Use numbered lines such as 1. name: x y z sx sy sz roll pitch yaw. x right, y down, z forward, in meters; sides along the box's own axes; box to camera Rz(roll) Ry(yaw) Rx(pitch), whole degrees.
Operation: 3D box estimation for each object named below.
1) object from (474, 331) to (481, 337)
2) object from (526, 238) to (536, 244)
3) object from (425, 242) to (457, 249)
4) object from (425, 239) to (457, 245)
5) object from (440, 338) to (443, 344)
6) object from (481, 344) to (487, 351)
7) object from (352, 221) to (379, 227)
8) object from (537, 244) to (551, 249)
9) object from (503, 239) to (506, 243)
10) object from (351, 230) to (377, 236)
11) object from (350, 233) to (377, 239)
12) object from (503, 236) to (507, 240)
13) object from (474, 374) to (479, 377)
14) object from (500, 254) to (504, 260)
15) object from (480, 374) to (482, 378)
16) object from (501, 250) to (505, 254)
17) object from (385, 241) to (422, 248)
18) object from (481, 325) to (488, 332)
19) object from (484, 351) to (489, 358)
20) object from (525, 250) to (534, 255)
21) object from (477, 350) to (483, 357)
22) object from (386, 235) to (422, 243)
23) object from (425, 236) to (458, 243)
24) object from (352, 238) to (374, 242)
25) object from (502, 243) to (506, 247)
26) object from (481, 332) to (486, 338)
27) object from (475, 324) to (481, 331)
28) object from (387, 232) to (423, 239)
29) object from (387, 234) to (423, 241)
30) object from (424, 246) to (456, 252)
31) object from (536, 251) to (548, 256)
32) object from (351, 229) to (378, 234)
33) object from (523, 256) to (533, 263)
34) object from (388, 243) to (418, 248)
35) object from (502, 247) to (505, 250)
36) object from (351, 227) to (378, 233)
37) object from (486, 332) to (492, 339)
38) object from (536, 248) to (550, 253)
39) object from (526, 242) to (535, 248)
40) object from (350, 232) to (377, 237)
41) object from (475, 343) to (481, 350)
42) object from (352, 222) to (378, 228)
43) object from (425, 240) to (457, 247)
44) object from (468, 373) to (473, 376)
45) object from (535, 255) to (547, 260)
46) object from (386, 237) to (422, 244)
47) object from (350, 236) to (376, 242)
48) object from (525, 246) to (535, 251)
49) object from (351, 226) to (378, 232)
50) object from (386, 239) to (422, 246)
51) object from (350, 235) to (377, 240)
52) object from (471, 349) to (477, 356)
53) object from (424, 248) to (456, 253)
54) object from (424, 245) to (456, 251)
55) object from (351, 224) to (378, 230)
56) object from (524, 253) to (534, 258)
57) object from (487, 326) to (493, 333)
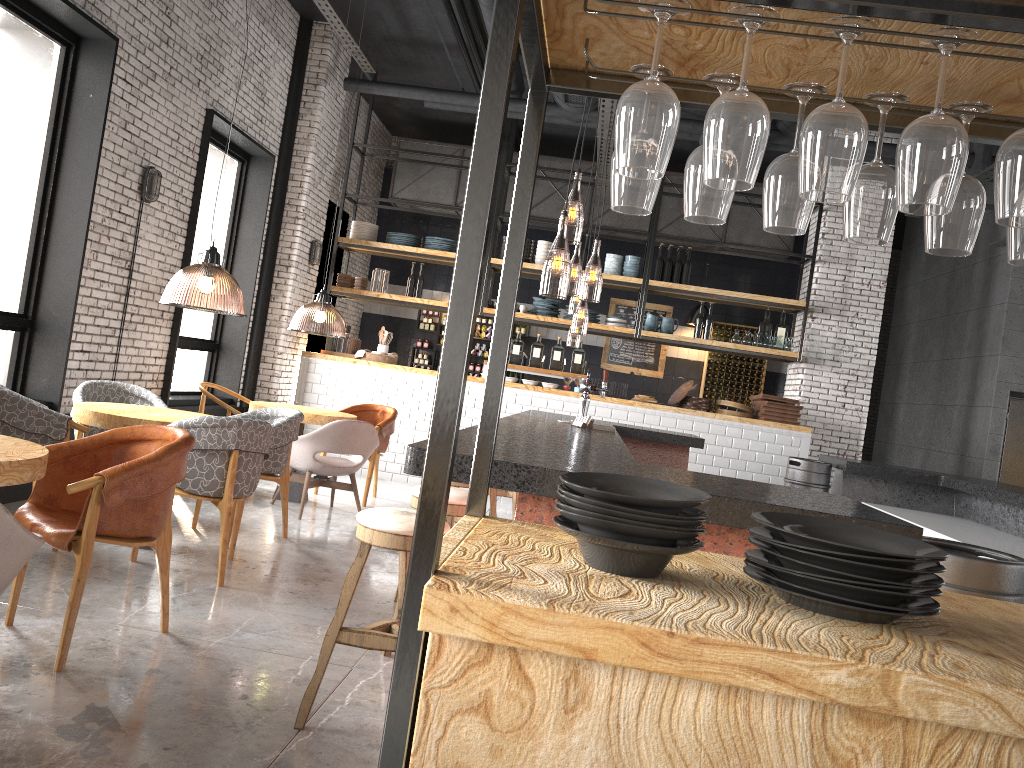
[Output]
1. object: -0.542 -0.785 13.896 0.088 0.108 0.107 9 0 -34
2. object: 0.191 -1.718 10.874 0.196 0.103 0.196 9 0 -19
3. object: -0.858 -1.688 10.959 0.454 0.038 0.454 9 0 6
4. object: -0.850 -1.735 10.959 0.453 0.050 0.454 9 0 -19
5. object: -1.086 -0.677 13.940 0.092 0.112 0.100 9 0 -9
6. object: -0.440 -0.572 13.894 0.089 0.101 0.111 9 0 -28
7. object: -1.829 -1.979 11.054 0.334 0.039 0.335 9 0 -4
8. object: 0.395 -1.642 10.851 0.196 0.100 0.196 9 0 1
9. object: -0.019 -1.706 10.887 0.196 0.107 0.196 9 0 33
10. object: -1.847 -1.867 11.052 0.335 0.038 0.334 9 0 30
11. object: -1.853 -1.829 11.052 0.334 0.044 0.335 8 0 -28
12. object: -0.020 -1.751 10.893 0.196 0.105 0.196 9 0 27
13. object: -0.555 -0.107 13.877 0.092 0.108 0.105 8 0 16
14. object: -0.051 -1.531 10.889 0.196 0.102 0.196 9 0 17
15. object: -0.449 -0.091 13.867 0.088 0.108 0.107 9 0 -34
16. object: -0.046 -1.575 10.890 0.196 0.104 0.197 9 0 -31
17. object: -1.347 -1.715 11.003 0.454 0.043 0.454 9 0 8
18. object: -0.426 -0.870 13.888 0.088 0.108 0.107 9 0 -34
19. object: -0.397 -0.468 13.877 0.092 0.112 0.100 9 0 -9
20. object: 0.173 -1.587 10.865 0.196 0.107 0.196 9 0 -23
21. object: -0.497 -0.478 13.896 0.089 0.101 0.111 9 0 -28
22. object: -1.336 -1.784 11.003 0.454 0.043 0.453 9 0 11
23. object: -0.847 -1.758 10.960 0.454 0.039 0.453 9 0 25
24. object: -1.861 -1.771 11.050 0.335 0.033 0.334 9 0 43
25. object: -0.030 -1.662 10.890 0.196 0.100 0.197 9 0 -29
26. object: -0.445 -0.773 13.886 0.092 0.112 0.100 9 0 -9
27. object: -0.530 -0.888 13.897 0.092 0.112 0.100 9 0 -9
28. object: -1.329 -1.832 11.004 0.454 0.050 0.453 9 0 18
29. object: -1.333 -1.808 11.004 0.454 0.047 0.454 9 0 2
30. object: -0.864 -1.642 10.959 0.453 0.045 0.454 9 0 -20
31. object: 0.383 -1.555 10.847 0.197 0.104 0.196 9 0 41
32. object: -1.845 -1.883 11.053 0.335 0.043 0.334 9 0 44
33. object: 0.157 -1.499 10.871 0.197 0.104 0.196 9 0 41
34. object: -1.350 -1.690 11.003 0.454 0.033 0.453 9 0 13
35. object: -0.038 -1.618 10.890 0.197 0.102 0.196 9 0 34
36. object: -1.841 -1.902 11.052 0.335 0.038 0.334 9 0 26
37. object: -0.351 -0.756 13.879 0.092 0.108 0.105 8 0 16
38. object: 0.387 -1.599 10.853 0.197 0.103 0.196 9 0 22
39. object: 0.184 -1.674 10.869 0.196 0.102 0.196 9 0 -2
40. object: -1.850 -1.849 11.051 0.334 0.042 0.335 8 0 -35
41. object: -0.538 -0.587 13.903 0.089 0.101 0.111 9 0 -28
42. object: -1.832 -1.960 11.054 0.335 0.042 0.334 9 0 1
43. object: -0.854 -1.711 10.960 0.453 0.037 0.455 8 0 -40
44. object: -0.649 -0.123 13.885 0.092 0.112 0.100 9 0 -9
45. object: 0.374 -1.512 10.847 0.196 0.104 0.196 9 0 -19
46. object: -1.339 -1.761 11.004 0.453 0.038 0.454 9 0 -18
47. object: -1.859 -1.791 11.051 0.335 0.042 0.334 9 0 44
48. object: 0.177 -1.631 10.869 0.196 0.102 0.196 9 0 16
49. object: -1.838 -1.921 11.053 0.334 0.035 0.335 9 0 -19
50. object: -1.343 -1.738 11.003 0.454 0.044 0.454 9 0 1
51. object: -1.856 -1.810 11.051 0.334 0.039 0.335 9 0 -8
52. object: -0.608 -0.500 13.897 0.118 0.111 0.085 9 -1 -26
53. object: -0.869 -1.618 10.958 0.454 0.033 0.453 9 0 13
54. object: -0.862 -1.665 10.958 0.453 0.042 0.454 8 0 -34
55. object: -1.836 -1.941 11.053 0.334 0.040 0.335 9 0 -5
56. object: 0.165 -1.543 10.870 0.197 0.101 0.196 9 0 24
57. object: -0.336 -0.857 13.880 0.092 0.108 0.105 8 0 16
